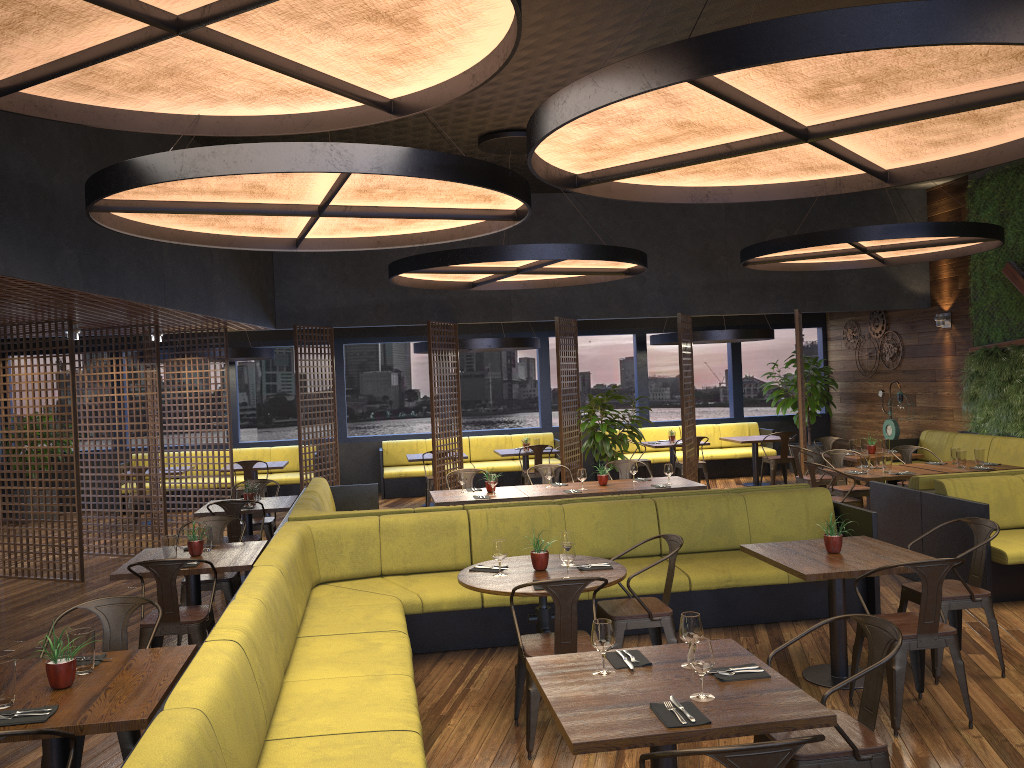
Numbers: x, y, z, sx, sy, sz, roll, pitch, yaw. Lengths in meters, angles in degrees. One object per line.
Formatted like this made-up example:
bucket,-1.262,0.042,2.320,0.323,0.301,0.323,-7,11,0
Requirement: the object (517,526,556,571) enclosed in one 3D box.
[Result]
object,0.156,0.984,5.338,0.238,0.271,0.260,-2,1,13

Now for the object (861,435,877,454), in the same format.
object,4.550,0.748,11.245,0.238,0.271,0.260,-2,1,13

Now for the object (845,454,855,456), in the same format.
object,4.216,0.888,11.260,0.157,0.019,0.255,-2,1,-9

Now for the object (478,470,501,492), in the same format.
object,-0.228,0.965,9.025,0.238,0.271,0.260,-2,1,13

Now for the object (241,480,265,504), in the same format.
object,-2.630,1.066,8.897,0.260,0.271,0.238,-2,1,-7

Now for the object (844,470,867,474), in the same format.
object,3.617,0.930,9.367,0.157,0.019,0.255,-2,1,-9

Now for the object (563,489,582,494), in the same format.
object,0.599,1.063,8.819,0.157,0.019,0.255,-2,1,-8

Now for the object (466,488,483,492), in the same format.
object,-0.392,1.100,9.240,0.157,0.019,0.255,-2,1,-8

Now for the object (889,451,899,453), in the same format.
object,4.879,0.860,11.285,0.157,0.019,0.255,-2,1,-9

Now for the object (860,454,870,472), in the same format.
object,3.763,0.843,9.441,0.102,0.178,0.102,-3,1,-23

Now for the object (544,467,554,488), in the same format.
object,0.388,0.973,9.244,0.097,0.206,0.097,-2,1,37

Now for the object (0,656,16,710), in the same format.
object,-1.935,1.135,3.364,0.102,0.178,0.102,-2,1,27

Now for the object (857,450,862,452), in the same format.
object,4.480,0.874,11.591,0.255,0.019,0.157,-2,1,-9

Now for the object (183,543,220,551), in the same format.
object,-2.285,1.199,6.547,0.255,0.019,0.157,-2,1,-9

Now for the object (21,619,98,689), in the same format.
object,-1.824,1.082,3.557,0.238,0.271,0.260,-2,1,13

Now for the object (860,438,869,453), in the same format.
object,4.551,0.792,11.441,0.102,0.178,0.102,-2,1,27

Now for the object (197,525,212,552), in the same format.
object,-2.213,1.118,6.397,0.102,0.178,0.102,-3,1,-23

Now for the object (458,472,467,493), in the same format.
object,-0.509,1.012,9.107,0.097,0.206,0.097,-2,1,37

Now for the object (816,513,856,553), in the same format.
object,1.990,0.907,5.477,0.260,0.271,0.238,-2,1,27

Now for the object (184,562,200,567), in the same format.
object,-2.220,1.203,5.911,0.255,0.019,0.157,-2,1,-9

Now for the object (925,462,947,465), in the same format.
object,4.731,0.879,9.865,0.157,0.019,0.255,-2,1,-9

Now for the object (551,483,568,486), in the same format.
object,0.505,1.061,9.377,0.157,0.019,0.255,-2,1,-8

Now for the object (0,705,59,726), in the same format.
object,-1.811,1.210,3.242,0.255,0.019,0.157,-2,1,-9

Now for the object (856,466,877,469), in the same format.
object,3.902,0.915,9.738,0.157,0.019,0.255,-2,1,-9

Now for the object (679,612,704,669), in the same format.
object,0.710,1.013,3.509,0.097,0.206,0.097,-2,1,-8

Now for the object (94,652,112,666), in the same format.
object,-1.876,1.207,3.878,0.255,0.019,0.157,-2,1,-9

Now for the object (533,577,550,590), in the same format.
object,0.196,1.115,4.970,0.157,0.019,0.255,-2,1,-2

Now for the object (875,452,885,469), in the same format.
object,4.003,0.832,9.630,0.102,0.178,0.102,-3,1,-23

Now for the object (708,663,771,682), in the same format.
object,0.846,1.103,3.396,0.255,0.019,0.157,-2,1,-8

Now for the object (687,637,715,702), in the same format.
object,0.676,1.018,3.168,0.097,0.206,0.097,-3,1,-17

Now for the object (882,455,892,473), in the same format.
object,3.926,0.838,9.274,0.102,0.178,0.102,-2,1,27

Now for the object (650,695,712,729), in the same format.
object,0.567,1.117,3.037,0.157,0.019,0.255,-2,1,-8

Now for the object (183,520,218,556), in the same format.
object,-2.225,1.073,6.251,0.260,0.271,0.238,-2,1,-7

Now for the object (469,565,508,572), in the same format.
object,-0.122,1.124,5.420,0.255,0.019,0.157,-2,1,24

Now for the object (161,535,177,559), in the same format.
object,-2.330,1.126,6.040,0.102,0.178,0.102,-3,1,-23

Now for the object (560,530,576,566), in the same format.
object,0.344,1.010,5.471,0.097,0.206,0.097,-2,1,30

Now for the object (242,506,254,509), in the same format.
object,-2.630,1.195,8.588,0.255,0.019,0.157,-2,1,-9

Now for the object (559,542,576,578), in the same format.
object,0.320,1.015,5.087,0.097,0.206,0.097,-2,1,16

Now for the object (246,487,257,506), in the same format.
object,-2.566,1.111,8.758,0.102,0.178,0.102,-2,1,-3

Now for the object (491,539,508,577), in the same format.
object,-0.074,1.029,5.252,0.097,0.206,0.097,-2,1,33

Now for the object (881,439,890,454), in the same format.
object,4.727,0.787,11.209,0.102,0.178,0.102,-2,1,27

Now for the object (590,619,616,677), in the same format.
object,0.356,1.028,3.462,0.097,0.206,0.097,-3,1,-17

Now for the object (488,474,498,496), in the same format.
object,-0.189,1.001,8.813,0.097,0.206,0.097,-2,1,37

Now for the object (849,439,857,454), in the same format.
object,4.362,0.801,11.334,0.102,0.178,0.102,-3,1,-23

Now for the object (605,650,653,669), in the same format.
object,0.473,1.116,3.595,0.157,0.019,0.255,-2,1,-8

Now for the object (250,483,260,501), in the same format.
object,-2.624,1.110,9.074,0.102,0.178,0.102,-2,1,7

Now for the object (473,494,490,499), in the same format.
object,-0.299,1.101,8.682,0.157,0.019,0.255,-2,1,-8

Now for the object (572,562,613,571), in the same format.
object,0.476,1.100,5.354,0.255,0.019,0.157,-2,1,-6

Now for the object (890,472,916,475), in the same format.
object,4.004,0.916,9.126,0.255,0.019,0.157,-2,1,-9

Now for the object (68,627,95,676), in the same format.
object,-1.804,1.126,3.728,0.102,0.178,0.102,-3,1,-23
